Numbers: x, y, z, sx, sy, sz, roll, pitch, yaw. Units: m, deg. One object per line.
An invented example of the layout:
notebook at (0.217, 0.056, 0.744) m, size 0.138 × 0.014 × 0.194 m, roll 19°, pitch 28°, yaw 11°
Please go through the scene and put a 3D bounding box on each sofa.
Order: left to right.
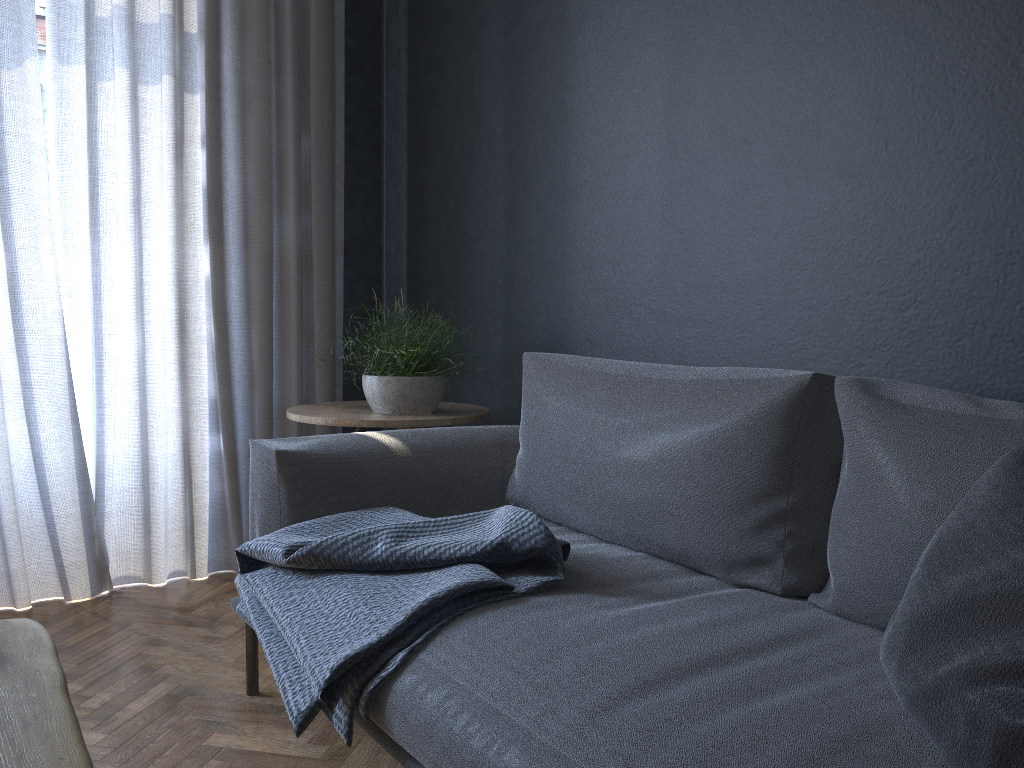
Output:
sofa at (0.350, 0.382, 1.374) m, size 0.970 × 0.799 × 2.338 m, roll -2°, pitch 5°, yaw -34°

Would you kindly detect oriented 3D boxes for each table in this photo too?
table at (-0.452, 0.551, 0.601) m, size 0.339 × 0.550 × 0.787 m, roll -2°, pitch 5°, yaw -34°

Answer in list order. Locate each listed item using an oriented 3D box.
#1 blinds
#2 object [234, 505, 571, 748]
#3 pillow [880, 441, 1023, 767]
blinds at (-2.217, -0.713, 2.168) m, size 3.991 × 2.792 × 0.312 m, roll -2°, pitch 6°, yaw -34°
object at (-0.226, 0.376, 1.684) m, size 0.490 × 0.329 × 0.666 m, roll -2°, pitch 5°, yaw -29°
pillow at (0.653, 0.245, 0.814) m, size 0.442 × 0.362 × 0.796 m, roll 0°, pitch 4°, yaw -16°
